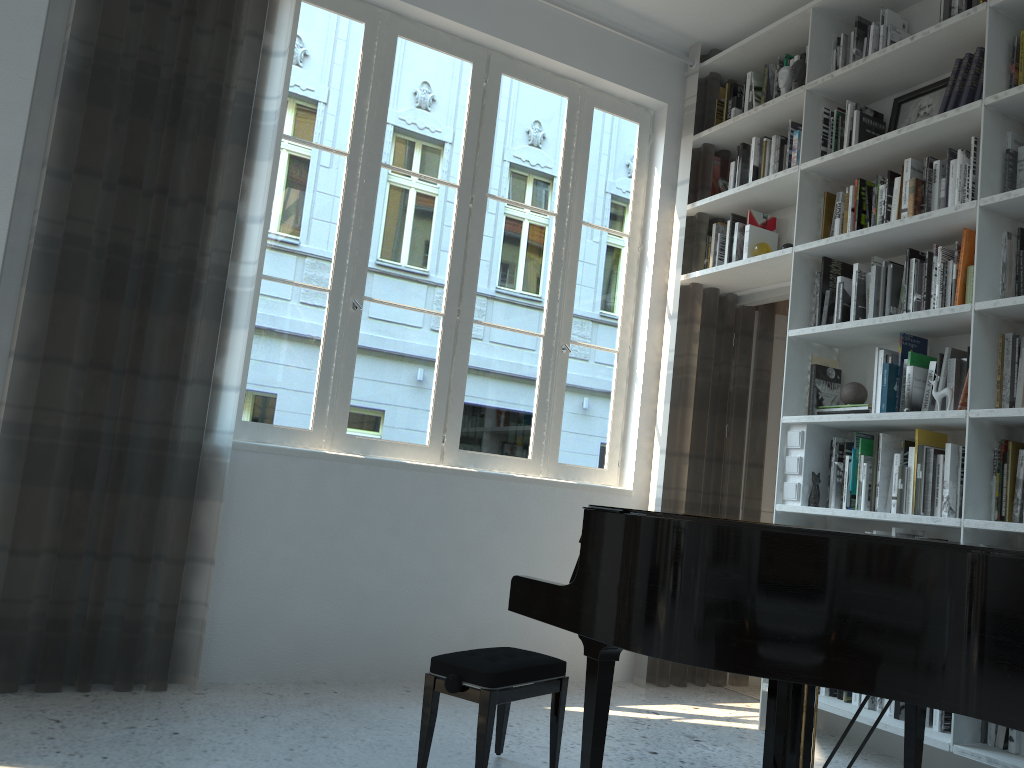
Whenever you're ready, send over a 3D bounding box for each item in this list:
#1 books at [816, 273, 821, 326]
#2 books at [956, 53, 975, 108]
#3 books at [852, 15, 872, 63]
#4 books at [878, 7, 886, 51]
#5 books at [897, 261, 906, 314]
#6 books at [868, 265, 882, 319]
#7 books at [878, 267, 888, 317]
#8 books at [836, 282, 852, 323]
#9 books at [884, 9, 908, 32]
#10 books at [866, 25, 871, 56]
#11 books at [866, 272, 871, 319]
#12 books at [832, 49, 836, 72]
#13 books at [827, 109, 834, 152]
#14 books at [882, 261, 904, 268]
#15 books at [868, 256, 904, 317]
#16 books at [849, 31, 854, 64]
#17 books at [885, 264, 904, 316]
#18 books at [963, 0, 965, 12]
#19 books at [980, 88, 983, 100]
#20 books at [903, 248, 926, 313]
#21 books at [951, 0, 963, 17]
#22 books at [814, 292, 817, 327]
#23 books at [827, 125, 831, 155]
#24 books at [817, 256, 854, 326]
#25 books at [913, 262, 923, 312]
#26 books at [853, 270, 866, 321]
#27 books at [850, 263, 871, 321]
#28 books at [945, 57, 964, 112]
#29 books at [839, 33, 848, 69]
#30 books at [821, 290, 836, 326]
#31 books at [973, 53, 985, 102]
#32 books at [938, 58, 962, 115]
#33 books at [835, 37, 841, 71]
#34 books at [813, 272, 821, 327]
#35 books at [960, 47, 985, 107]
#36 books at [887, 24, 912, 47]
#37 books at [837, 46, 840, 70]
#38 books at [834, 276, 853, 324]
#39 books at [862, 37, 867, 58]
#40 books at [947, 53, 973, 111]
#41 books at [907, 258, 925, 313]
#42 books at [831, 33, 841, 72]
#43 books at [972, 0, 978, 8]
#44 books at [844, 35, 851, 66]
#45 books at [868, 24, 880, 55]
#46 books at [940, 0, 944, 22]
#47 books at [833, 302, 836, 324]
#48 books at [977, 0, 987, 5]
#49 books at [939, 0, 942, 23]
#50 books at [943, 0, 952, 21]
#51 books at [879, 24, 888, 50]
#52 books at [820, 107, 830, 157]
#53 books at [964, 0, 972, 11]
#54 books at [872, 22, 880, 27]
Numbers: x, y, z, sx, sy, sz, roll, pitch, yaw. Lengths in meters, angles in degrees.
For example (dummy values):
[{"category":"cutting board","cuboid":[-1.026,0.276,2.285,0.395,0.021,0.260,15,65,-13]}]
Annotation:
[{"category":"books","cuboid":[1.379,-0.330,3.819,0.176,0.265,0.027,10,-7,-28]},{"category":"books","cuboid":[1.778,-1.091,3.384,0.174,0.279,0.110,10,-8,-28]},{"category":"books","cuboid":[1.550,-1.431,3.844,0.190,0.279,0.015,10,-7,-28]},{"category":"books","cuboid":[1.616,-1.443,3.785,0.145,0.301,0.007,10,-7,-28]},{"category":"books","cuboid":[1.589,-0.343,3.499,0.141,0.256,0.048,10,-7,-28]},{"category":"books","cuboid":[1.515,-0.337,3.575,0.189,0.247,0.021,10,-7,-28]},{"category":"books","cuboid":[1.532,-0.334,3.546,0.167,0.237,0.024,10,-7,-28]},{"category":"books","cuboid":[1.431,-0.308,3.704,0.188,0.203,0.028,10,-8,-28]},{"category":"books","cuboid":[1.631,-1.438,3.781,0.131,0.293,0.015,10,-7,-28]},{"category":"books","cuboid":[1.585,-1.403,3.801,0.181,0.219,0.013,10,-7,-28]},{"category":"books","cuboid":[1.511,-0.327,3.642,0.139,0.242,0.049,10,-7,-28]},{"category":"books","cuboid":[1.491,-1.382,3.980,0.142,0.204,0.017,10,-7,-28]},{"category":"books","cuboid":[1.455,-1.061,3.938,0.148,0.287,0.006,10,-7,-28]},{"category":"books","cuboid":[1.540,-0.347,3.571,0.158,0.270,0.011,10,-7,-28]},{"category":"books","cuboid":[1.517,-0.358,3.596,0.183,0.293,0.011,10,-7,-28]},{"category":"books","cuboid":[1.541,-1.407,3.896,0.156,0.242,0.016,10,-7,-28]},{"category":"books","cuboid":[1.556,-0.337,3.521,0.184,0.242,0.023,10,-7,-28]},{"category":"books","cuboid":[1.804,-1.458,3.435,0.166,0.283,0.013,10,-7,-28]},{"category":"books","cuboid":[1.824,-1.101,3.312,0.174,0.285,0.078,10,-8,-28]},{"category":"books","cuboid":[1.590,-0.369,3.467,0.152,0.299,0.013,10,-7,-28]},{"category":"books","cuboid":[1.775,-1.441,3.458,0.155,0.248,0.028,10,-7,-28]},{"category":"books","cuboid":[1.379,-0.298,3.844,0.155,0.209,0.026,10,-7,-28]},{"category":"books","cuboid":[1.459,-1.021,3.926,0.172,0.206,0.015,10,-7,-28]},{"category":"books","cuboid":[1.389,-0.365,3.805,0.184,0.333,0.012,10,-7,-28]},{"category":"books","cuboid":[1.610,-0.338,3.414,0.177,0.229,0.013,10,-7,-28]},{"category":"books","cuboid":[1.476,-0.330,3.657,0.176,0.245,0.011,10,-7,-28]},{"category":"books","cuboid":[1.477,-0.345,3.678,0.174,0.281,0.023,10,-7,-28]},{"category":"books","cuboid":[1.756,-1.088,3.423,0.174,0.279,0.110,10,-8,-28]},{"category":"books","cuboid":[1.518,-1.408,3.934,0.180,0.249,0.012,10,-7,-28]},{"category":"books","cuboid":[1.398,-0.291,3.778,0.189,0.182,0.037,10,-8,-28]},{"category":"books","cuboid":[1.809,-1.100,3.329,0.174,0.285,0.078,10,-8,-28]},{"category":"books","cuboid":[1.737,-1.089,3.439,0.174,0.279,0.110,10,-8,-28]},{"category":"books","cuboid":[1.505,-1.409,3.976,0.156,0.258,0.007,10,-7,-28]},{"category":"books","cuboid":[1.381,-0.333,3.869,0.159,0.284,0.012,10,-7,-28]},{"category":"books","cuboid":[1.775,-1.099,3.348,0.174,0.282,0.097,10,-8,-28]},{"category":"books","cuboid":[1.633,-1.399,3.749,0.136,0.209,0.013,10,-7,-28]},{"category":"books","cuboid":[1.512,-1.386,3.955,0.158,0.210,0.032,10,-8,-28]},{"category":"books","cuboid":[1.430,-0.320,3.733,0.177,0.235,0.022,10,-7,-28]},{"category":"books","cuboid":[1.571,-1.382,3.829,0.161,0.182,0.026,10,-8,-28]},{"category":"books","cuboid":[1.751,-1.093,3.395,0.174,0.279,0.110,10,-8,-28]},{"category":"books","cuboid":[1.605,-0.347,3.455,0.156,0.256,0.021,10,-7,-28]},{"category":"books","cuboid":[1.497,-1.420,3.999,0.159,0.284,0.007,10,-7,-28]},{"category":"books","cuboid":[1.819,-1.416,3.380,0.177,0.190,0.027,10,-8,-28]},{"category":"books","cuboid":[1.529,-1.398,3.906,0.177,0.224,0.013,10,-7,-28]},{"category":"books","cuboid":[1.587,-1.402,3.783,0.173,0.213,0.021,10,-8,-28]},{"category":"books","cuboid":[1.754,-1.422,3.504,0.153,0.218,0.028,10,-7,-28]},{"category":"books","cuboid":[1.427,-0.303,3.767,0.143,0.208,0.042,10,-8,-28]},{"category":"books","cuboid":[1.828,-1.472,3.358,0.163,0.296,0.025,10,-7,-28]},{"category":"books","cuboid":[1.758,-1.448,3.531,0.151,0.277,0.013,10,-7,-28]},{"category":"books","cuboid":[1.765,-1.454,3.483,0.188,0.279,0.024,10,-7,-28]},{"category":"books","cuboid":[1.618,-1.396,3.755,0.170,0.201,0.014,10,-8,-28]},{"category":"books","cuboid":[1.440,-1.065,3.946,0.184,0.292,0.005,10,-7,-28]},{"category":"books","cuboid":[1.804,-1.457,3.410,0.183,0.274,0.011,10,-7,-28]},{"category":"books","cuboid":[1.589,-1.417,3.819,0.129,0.252,0.013,10,-7,-28]}]
